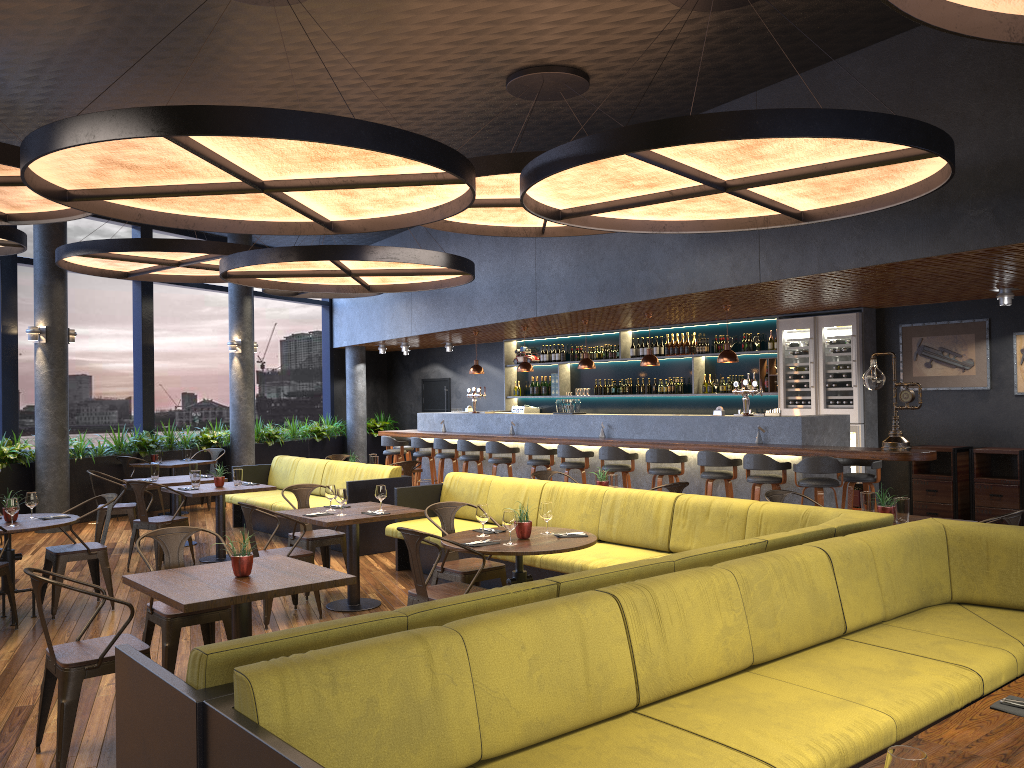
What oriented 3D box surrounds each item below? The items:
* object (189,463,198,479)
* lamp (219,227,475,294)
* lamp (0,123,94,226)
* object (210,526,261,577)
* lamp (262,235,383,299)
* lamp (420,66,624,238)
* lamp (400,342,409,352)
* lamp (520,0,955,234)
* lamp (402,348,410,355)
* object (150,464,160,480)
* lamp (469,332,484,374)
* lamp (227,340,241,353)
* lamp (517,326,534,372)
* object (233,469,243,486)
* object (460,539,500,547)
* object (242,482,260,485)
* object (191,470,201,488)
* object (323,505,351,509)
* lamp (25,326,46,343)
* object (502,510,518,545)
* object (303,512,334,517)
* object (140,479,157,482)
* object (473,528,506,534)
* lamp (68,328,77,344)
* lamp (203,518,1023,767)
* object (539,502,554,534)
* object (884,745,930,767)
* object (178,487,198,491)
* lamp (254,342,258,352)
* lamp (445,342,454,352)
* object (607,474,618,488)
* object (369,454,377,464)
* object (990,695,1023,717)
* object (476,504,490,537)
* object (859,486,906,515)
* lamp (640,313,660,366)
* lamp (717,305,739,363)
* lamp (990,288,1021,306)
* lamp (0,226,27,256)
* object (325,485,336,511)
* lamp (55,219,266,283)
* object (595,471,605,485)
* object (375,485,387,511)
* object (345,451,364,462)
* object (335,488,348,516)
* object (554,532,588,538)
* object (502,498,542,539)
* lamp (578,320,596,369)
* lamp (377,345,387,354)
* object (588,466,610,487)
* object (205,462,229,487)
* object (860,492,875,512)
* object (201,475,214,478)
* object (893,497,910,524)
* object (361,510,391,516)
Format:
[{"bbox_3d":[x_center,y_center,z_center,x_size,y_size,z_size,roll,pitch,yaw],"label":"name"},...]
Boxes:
[{"bbox_3d":[-3.744,1.020,10.417,0.102,0.178,0.102,-1,-1,26],"label":"object"},{"bbox_3d":[-1.815,-1.905,9.910,2.778,1.475,2.778,-1,-1,15],"label":"lamp"},{"bbox_3d":[-4.706,-2.074,6.889,2.778,1.159,2.778,-1,-1,27],"label":"lamp"},{"bbox_3d":[-1.420,0.867,4.640,0.260,0.271,0.238,-1,-1,-5],"label":"object"},{"bbox_3d":[-3.113,-2.064,14.656,1.979,1.093,1.979,-1,-1,14],"label":"lamp"},{"bbox_3d":[0.331,-2.140,7.958,2.778,1.159,2.778,-1,-1,10],"label":"lamp"},{"bbox_3d":[-2.030,-0.705,16.817,0.228,0.172,0.228,0,-1,-40],"label":"lamp"},{"bbox_3d":[1.432,-2.004,6.004,2.778,1.475,2.778,0,-1,-36],"label":"lamp"},{"bbox_3d":[-2.184,-0.685,18.262,0.228,0.172,0.228,0,-1,-40],"label":"lamp"},{"bbox_3d":[-4.159,1.025,10.328,0.102,0.178,0.102,-1,-1,26],"label":"object"},{"bbox_3d":[-0.572,-0.499,14.201,0.250,0.673,0.250,-1,-1,37],"label":"lamp"},{"bbox_3d":[-4.607,-0.625,14.626,0.215,0.215,0.189,-1,-1,11],"label":"lamp"},{"bbox_3d":[0.194,-0.522,13.287,0.250,0.673,0.250,-1,-1,-7],"label":"lamp"},{"bbox_3d":[-2.914,0.995,9.427,0.102,0.178,0.102,-1,-1,16],"label":"object"},{"bbox_3d":[-0.182,0.987,5.535,0.255,0.019,0.157,0,-1,-37],"label":"object"},{"bbox_3d":[-2.824,1.075,9.567,0.157,0.019,0.255,0,-1,-40],"label":"object"},{"bbox_3d":[-3.329,1.000,9.338,0.102,0.178,0.102,0,-1,-34],"label":"object"},{"bbox_3d":[-1.462,1.031,7.468,0.157,0.019,0.255,0,-1,-40],"label":"object"},{"bbox_3d":[-6.147,-0.640,11.396,0.215,0.215,0.189,-1,-1,17],"label":"lamp"},{"bbox_3d":[-0.013,0.890,5.501,0.097,0.206,0.097,-1,-1,-1],"label":"object"},{"bbox_3d":[-1.515,1.026,7.016,0.255,0.019,0.157,0,-1,-40],"label":"object"},{"bbox_3d":[-4.184,1.103,10.155,0.157,0.019,0.255,0,-1,-40],"label":"object"},{"bbox_3d":[-0.142,0.993,6.009,0.157,0.019,0.255,0,-1,-33],"label":"object"},{"bbox_3d":[-5.948,-0.637,11.923,0.215,0.215,0.189,-1,-1,25],"label":"lamp"},{"bbox_3d":[3.520,0.329,4.373,9.057,2.714,3.017,0,-1,-40],"label":"lamp"},{"bbox_3d":[0.231,0.892,5.906,0.097,0.206,0.097,-1,-1,2],"label":"object"},{"bbox_3d":[0.784,0.832,1.754,0.097,0.206,0.097,-1,-1,6],"label":"object"},{"bbox_3d":[-3.354,1.078,9.165,0.157,0.019,0.255,0,-1,-40],"label":"object"},{"bbox_3d":[-4.428,-0.621,15.161,0.215,0.215,0.189,-1,-1,29],"label":"lamp"},{"bbox_3d":[-1.213,-0.714,17.105,0.228,0.172,0.228,0,-1,-40],"label":"lamp"},{"bbox_3d":[0.921,0.918,8.108,0.102,0.178,0.102,-1,-1,36],"label":"object"},{"bbox_3d":[-1.813,1.003,11.554,0.102,0.178,0.102,-1,-1,-4],"label":"object"},{"bbox_3d":[1.511,0.924,2.509,0.157,0.019,0.255,0,-1,-40],"label":"object"},{"bbox_3d":[-0.191,0.897,5.842,0.097,0.206,0.097,-1,-1,-15],"label":"object"},{"bbox_3d":[2.587,0.822,6.170,0.260,0.271,0.238,0,-1,-38],"label":"object"},{"bbox_3d":[1.769,-0.569,11.409,0.250,0.673,0.250,-1,-1,-7],"label":"lamp"},{"bbox_3d":[2.546,-0.593,10.483,0.250,0.673,0.250,-1,-1,-7],"label":"lamp"},{"bbox_3d":[5.157,-0.909,9.272,0.228,0.172,0.228,0,-1,-40],"label":"lamp"},{"bbox_3d":[-6.391,-2.074,9.618,1.979,1.093,1.979,-1,-1,14],"label":"lamp"},{"bbox_3d":[-1.492,0.935,7.297,0.097,0.206,0.097,-2,-1,42],"label":"object"},{"bbox_3d":[-4.217,-2.029,11.219,2.778,1.159,2.778,-1,-1,-4],"label":"lamp"},{"bbox_3d":[0.844,0.924,8.488,0.102,0.178,0.102,-1,-1,-4],"label":"object"},{"bbox_3d":[-1.066,0.928,7.212,0.097,0.206,0.097,-2,-1,42],"label":"object"},{"bbox_3d":[-2.000,0.955,11.136,0.238,0.271,0.260,0,-1,-35],"label":"object"},{"bbox_3d":[-1.344,0.929,6.988,0.097,0.206,0.097,0,-1,-40],"label":"object"},{"bbox_3d":[0.363,0.982,5.789,0.255,0.019,0.157,-1,-1,-8],"label":"object"},{"bbox_3d":[0.077,0.856,5.712,0.238,0.271,0.260,-1,-1,-18],"label":"object"},{"bbox_3d":[1.028,-0.547,12.293,0.250,0.673,0.250,-1,-1,-7],"label":"lamp"},{"bbox_3d":[-2.553,-0.689,17.467,0.228,0.172,0.228,0,-1,-40],"label":"lamp"},{"bbox_3d":[0.846,0.875,8.264,0.238,0.271,0.260,-1,-1,-18],"label":"object"},{"bbox_3d":[-3.079,0.950,9.361,0.238,0.271,0.260,-1,-1,-1],"label":"object"},{"bbox_3d":[2.570,0.872,6.405,0.102,0.178,0.102,-1,-1,36],"label":"object"},{"bbox_3d":[-3.654,1.100,10.557,0.157,0.019,0.255,0,-1,-40],"label":"object"},{"bbox_3d":[2.655,0.866,6.039,0.102,0.178,0.102,-1,-1,36],"label":"object"},{"bbox_3d":[-1.093,1.020,7.039,0.157,0.019,0.255,0,-1,-40],"label":"object"}]
